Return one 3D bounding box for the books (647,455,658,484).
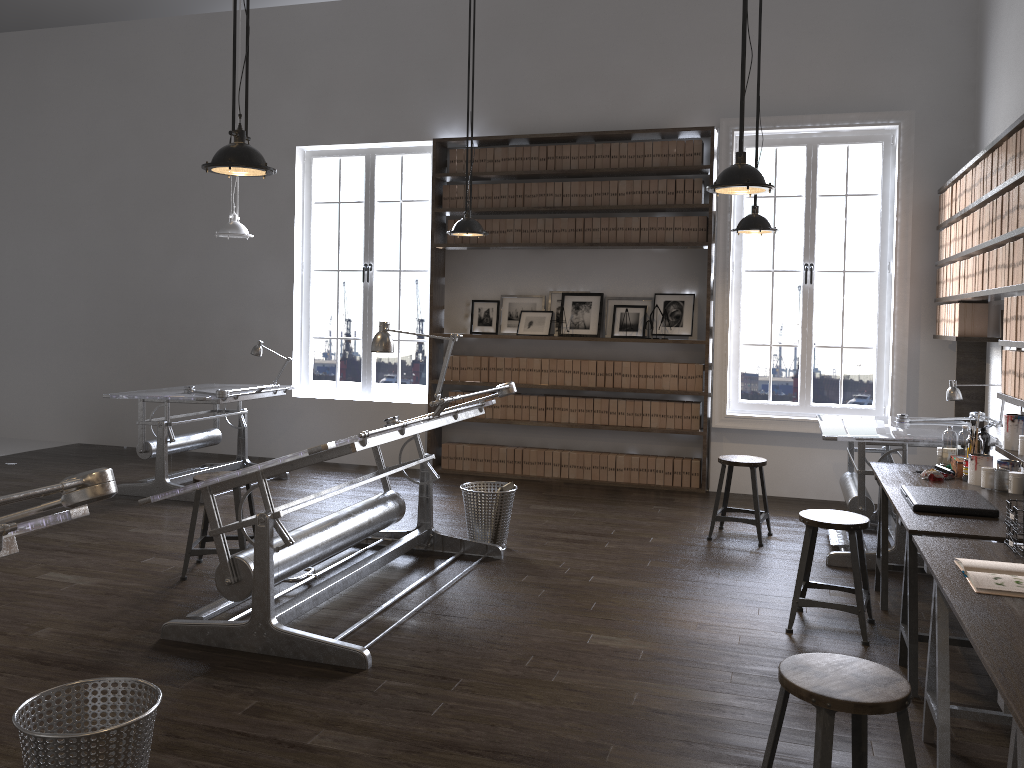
[{"bbox_3d":[1.203,0.732,7.561,0.067,0.225,0.174,2,2,17],"label":"books"}]

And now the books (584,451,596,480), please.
[{"bbox_3d":[0.676,0.709,7.719,0.067,0.225,0.175,2,2,17],"label":"books"}]

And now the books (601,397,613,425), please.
[{"bbox_3d":[0.820,0.234,7.666,0.067,0.225,0.175,2,2,17],"label":"books"}]

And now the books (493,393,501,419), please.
[{"bbox_3d":[-0.109,0.192,7.960,0.067,0.225,0.175,2,2,17],"label":"books"}]

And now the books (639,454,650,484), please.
[{"bbox_3d":[1.135,0.729,7.582,0.067,0.225,0.175,2,2,17],"label":"books"}]

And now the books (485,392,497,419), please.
[{"bbox_3d":[-0.179,0.189,7.979,0.067,0.225,0.175,2,2,17],"label":"books"}]

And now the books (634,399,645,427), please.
[{"bbox_3d":[1.093,0.245,7.587,0.067,0.225,0.175,2,2,17],"label":"books"}]

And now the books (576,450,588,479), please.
[{"bbox_3d":[0.614,0.706,7.744,0.067,0.225,0.175,2,2,17],"label":"books"}]

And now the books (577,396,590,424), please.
[{"bbox_3d":[0.624,0.224,7.735,0.067,0.225,0.174,2,2,17],"label":"books"}]

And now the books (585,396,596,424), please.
[{"bbox_3d":[0.690,0.227,7.712,0.067,0.225,0.175,2,2,17],"label":"books"}]

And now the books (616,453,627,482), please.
[{"bbox_3d":[0.946,0.721,7.638,0.067,0.225,0.175,2,2,17],"label":"books"}]

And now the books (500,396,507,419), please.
[{"bbox_3d":[-0.049,0.195,7.942,0.067,0.225,0.175,2,2,17],"label":"books"}]

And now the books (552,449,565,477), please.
[{"bbox_3d":[0.413,0.697,7.805,0.067,0.225,0.174,2,2,17],"label":"books"}]

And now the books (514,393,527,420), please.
[{"bbox_3d":[0.079,0.201,7.904,0.067,0.225,0.175,2,2,17],"label":"books"}]

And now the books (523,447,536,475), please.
[{"bbox_3d":[0.153,0.685,7.889,0.067,0.225,0.175,2,2,17],"label":"books"}]

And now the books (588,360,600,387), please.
[{"bbox_3d":[0.712,-0.094,7.699,0.067,0.225,0.175,2,2,17],"label":"books"}]

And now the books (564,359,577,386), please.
[{"bbox_3d":[0.514,-0.102,7.760,0.067,0.225,0.174,2,2,17],"label":"books"}]

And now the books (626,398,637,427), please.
[{"bbox_3d":[1.027,0.242,7.609,0.067,0.225,0.174,2,2,17],"label":"books"}]

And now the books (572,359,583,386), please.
[{"bbox_3d":[0.582,-0.099,7.735,0.067,0.225,0.175,2,2,17],"label":"books"}]

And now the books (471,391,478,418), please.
[{"bbox_3d":[-0.311,0.183,8.027,0.067,0.225,0.174,2,2,17],"label":"books"}]

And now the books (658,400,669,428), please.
[{"bbox_3d":[1.289,0.254,7.525,0.067,0.225,0.175,2,2,17],"label":"books"}]

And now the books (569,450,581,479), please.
[{"bbox_3d":[0.553,0.703,7.761,0.067,0.225,0.175,2,2,17],"label":"books"}]

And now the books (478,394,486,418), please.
[{"bbox_3d":[-0.245,0.186,8.004,0.067,0.225,0.175,2,2,17],"label":"books"}]

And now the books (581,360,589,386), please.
[{"bbox_3d":[0.651,-0.096,7.713,0.067,0.225,0.175,2,2,17],"label":"books"}]

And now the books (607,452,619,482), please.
[{"bbox_3d":[0.877,0.717,7.658,0.067,0.225,0.175,2,2,17],"label":"books"}]

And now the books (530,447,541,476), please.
[{"bbox_3d":[0.215,0.688,7.867,0.067,0.225,0.175,2,2,17],"label":"books"}]

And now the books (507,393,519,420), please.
[{"bbox_3d":[0.013,0.198,7.918,0.067,0.225,0.175,2,2,17],"label":"books"}]

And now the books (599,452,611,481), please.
[{"bbox_3d":[0.811,0.714,7.683,0.067,0.225,0.175,2,2,17],"label":"books"}]

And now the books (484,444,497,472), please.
[{"bbox_3d":[-0.193,0.670,7.997,0.067,0.225,0.175,2,2,17],"label":"books"}]

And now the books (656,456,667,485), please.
[{"bbox_3d":[1.269,0.735,7.536,0.067,0.225,0.174,2,2,17],"label":"books"}]

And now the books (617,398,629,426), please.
[{"bbox_3d":[0.959,0.239,7.626,0.067,0.225,0.174,2,2,17],"label":"books"}]

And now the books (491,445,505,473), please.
[{"bbox_3d":[-0.125,0.673,7.975,0.067,0.225,0.174,2,2,17],"label":"books"}]

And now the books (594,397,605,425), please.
[{"bbox_3d":[0.761,0.231,7.689,0.067,0.225,0.175,2,2,17],"label":"books"}]

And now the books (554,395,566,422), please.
[{"bbox_3d":[0.425,0.216,7.796,0.067,0.225,0.175,2,2,17],"label":"books"}]

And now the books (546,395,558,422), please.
[{"bbox_3d":[0.353,0.213,7.813,0.067,0.225,0.175,2,2,17],"label":"books"}]

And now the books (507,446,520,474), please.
[{"bbox_3d":[0.011,0.679,7.934,0.067,0.225,0.175,2,2,17],"label":"books"}]

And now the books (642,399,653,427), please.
[{"bbox_3d":[1.159,0.248,7.562,0.067,0.225,0.175,2,2,17],"label":"books"}]

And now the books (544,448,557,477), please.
[{"bbox_3d":[0.343,0.694,7.823,0.067,0.225,0.175,2,2,17],"label":"books"}]

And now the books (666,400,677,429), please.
[{"bbox_3d":[1.351,0.257,7.501,0.067,0.225,0.175,2,2,17],"label":"books"}]

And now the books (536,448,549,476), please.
[{"bbox_3d":[0.274,0.691,7.844,0.067,0.225,0.175,2,2,17],"label":"books"}]

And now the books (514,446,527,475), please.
[{"bbox_3d":[0.081,0.682,7.906,0.067,0.225,0.175,2,2,17],"label":"books"}]

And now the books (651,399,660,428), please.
[{"bbox_3d":[1.228,0.251,7.542,0.067,0.225,0.175,2,2,17],"label":"books"}]

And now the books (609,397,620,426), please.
[{"bbox_3d":[0.889,0.237,7.645,0.067,0.225,0.175,2,2,17],"label":"books"}]

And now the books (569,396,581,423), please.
[{"bbox_3d":[0.556,0.222,7.752,0.067,0.225,0.174,2,2,17],"label":"books"}]

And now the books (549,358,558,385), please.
[{"bbox_3d":[0.381,-0.108,7.803,0.067,0.225,0.175,2,2,17],"label":"books"}]

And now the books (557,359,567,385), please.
[{"bbox_3d":[0.448,-0.105,7.784,0.067,0.225,0.174,2,2,17],"label":"books"}]

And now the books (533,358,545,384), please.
[{"bbox_3d":[0.244,-0.114,7.844,0.067,0.225,0.175,2,2,17],"label":"books"}]

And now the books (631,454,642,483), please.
[{"bbox_3d":[1.069,0.726,7.597,0.067,0.225,0.175,2,2,17],"label":"books"}]

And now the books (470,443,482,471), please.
[{"bbox_3d":[-0.321,0.665,8.035,0.067,0.225,0.175,2,2,17],"label":"books"}]

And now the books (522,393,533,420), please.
[{"bbox_3d":[0.147,0.203,7.883,0.067,0.225,0.174,2,2,17],"label":"books"}]

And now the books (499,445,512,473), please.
[{"bbox_3d":[-0.059,0.676,7.950,0.067,0.225,0.174,2,2,17],"label":"books"}]

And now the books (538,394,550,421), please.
[{"bbox_3d":[0.283,0.209,7.841,0.067,0.225,0.175,2,2,17],"label":"books"}]

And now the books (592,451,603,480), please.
[{"bbox_3d":[0.745,0.711,7.705,0.067,0.225,0.174,2,2,17],"label":"books"}]

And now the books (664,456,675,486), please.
[{"bbox_3d":[1.338,0.737,7.519,0.067,0.225,0.175,2,2,17],"label":"books"}]

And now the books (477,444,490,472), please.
[{"bbox_3d":[-0.259,0.668,8.011,0.067,0.225,0.175,2,2,17],"label":"books"}]

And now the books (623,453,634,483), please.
[{"bbox_3d":[1.007,0.723,7.621,0.067,0.225,0.175,2,2,17],"label":"books"}]
